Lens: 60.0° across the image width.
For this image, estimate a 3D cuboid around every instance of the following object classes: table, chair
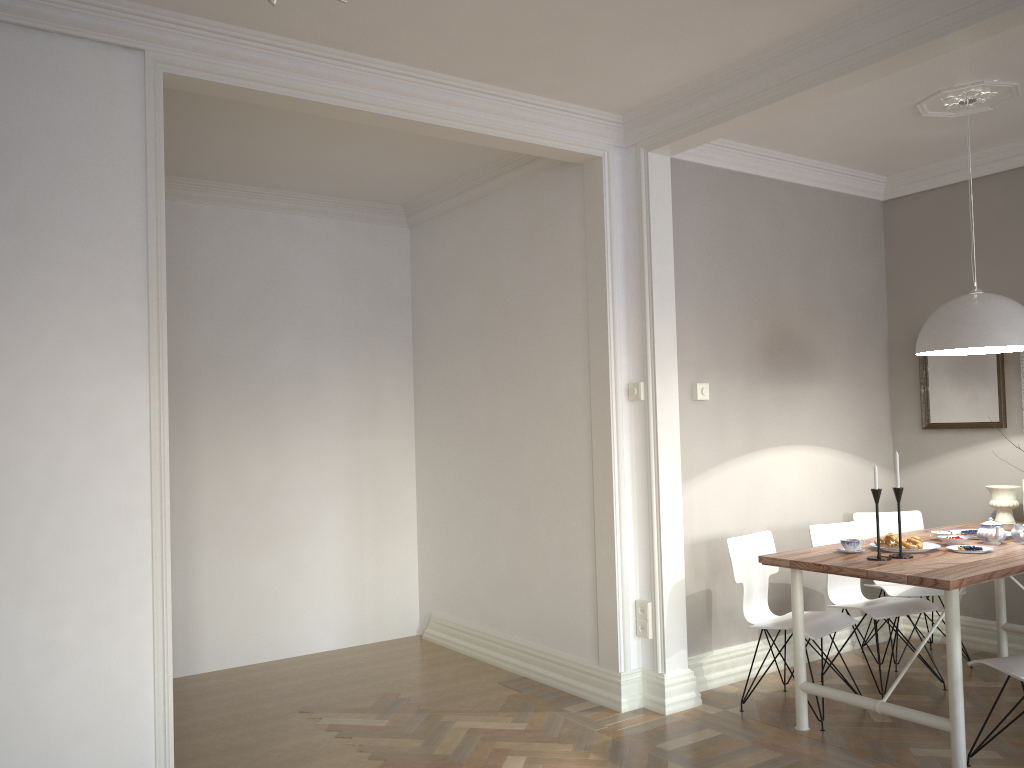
[{"bbox_3d":[2.133,1.096,4.028,1.986,0.750,0.853,0,-3,-34],"label":"table"},{"bbox_3d":[2.185,1.117,4.884,0.431,0.785,0.479,-2,-2,-3],"label":"chair"},{"bbox_3d":[1.301,1.105,4.104,0.431,0.785,0.479,0,-3,-44],"label":"chair"},{"bbox_3d":[1.807,1.106,4.431,0.431,0.785,0.479,-1,-2,-24],"label":"chair"},{"bbox_3d":[1.974,1.042,3.208,0.431,0.785,0.479,-1,-2,-14],"label":"chair"}]

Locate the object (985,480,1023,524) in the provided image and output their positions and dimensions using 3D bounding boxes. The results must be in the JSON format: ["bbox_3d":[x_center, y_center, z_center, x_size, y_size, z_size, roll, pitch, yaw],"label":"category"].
[{"bbox_3d":[2.693,0.624,4.720,0.310,0.228,0.173,-2,-2,9],"label":"object"}]

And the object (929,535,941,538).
[{"bbox_3d":[1.931,0.689,3.956,0.130,0.027,0.028,-2,-2,8],"label":"object"}]

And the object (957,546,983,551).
[{"bbox_3d":[1.952,0.704,3.782,0.100,0.025,0.066,-3,-3,32],"label":"object"}]

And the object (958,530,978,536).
[{"bbox_3d":[2.237,0.714,4.230,0.201,0.022,0.194,-1,-3,-14],"label":"object"}]

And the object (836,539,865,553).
[{"bbox_3d":[1.475,0.703,3.852,0.116,0.056,0.137,-1,-3,-4],"label":"object"}]

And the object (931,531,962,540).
[{"bbox_3d":[2.025,0.710,4.134,0.129,0.038,0.129,0,-3,-29],"label":"object"}]

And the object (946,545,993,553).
[{"bbox_3d":[1.957,0.708,3.792,0.180,0.014,0.180,-3,-3,21],"label":"object"}]

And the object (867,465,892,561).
[{"bbox_3d":[1.504,0.523,3.652,0.095,0.396,0.095,0,-2,-39],"label":"object"}]

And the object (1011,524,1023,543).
[{"bbox_3d":[2.303,0.673,4.022,0.072,0.086,0.086,-2,-2,21],"label":"object"}]

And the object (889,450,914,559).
[{"bbox_3d":[1.608,0.496,3.687,0.095,0.448,0.095,0,-2,-39],"label":"object"}]

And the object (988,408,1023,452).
[{"bbox_3d":[2.806,0.333,4.481,0.698,0.781,0.352,-3,-3,38],"label":"object"}]

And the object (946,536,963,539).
[{"bbox_3d":[1.976,0.703,3.973,0.085,0.039,0.082,-3,-3,20],"label":"object"}]

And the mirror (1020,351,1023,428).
[{"bbox_3d":[2.927,-0.062,4.591,0.047,0.632,0.544,0,-3,-34],"label":"mirror"}]

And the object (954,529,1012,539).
[{"bbox_3d":[2.236,0.718,4.225,0.287,0.019,0.287,-3,-3,28],"label":"object"}]

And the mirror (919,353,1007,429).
[{"bbox_3d":[2.580,-0.021,5.093,0.052,0.557,0.474,0,-3,-34],"label":"mirror"}]

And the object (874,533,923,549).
[{"bbox_3d":[1.704,0.692,3.909,0.198,0.063,0.188,-3,-3,26],"label":"object"}]

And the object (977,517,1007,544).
[{"bbox_3d":[2.160,0.659,3.992,0.124,0.118,0.143,0,-3,-30],"label":"object"}]

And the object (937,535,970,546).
[{"bbox_3d":[1.978,0.704,3.972,0.129,0.038,0.129,0,-3,-34],"label":"object"}]

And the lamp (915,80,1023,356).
[{"bbox_3d":[2.120,-0.741,4.076,0.530,1.181,0.530,-1,-2,-27],"label":"lamp"}]

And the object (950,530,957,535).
[{"bbox_3d":[2.051,0.689,4.125,0.020,0.003,0.194,-3,-3,23],"label":"object"}]

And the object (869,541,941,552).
[{"bbox_3d":[1.726,0.717,3.897,0.287,0.019,0.287,-4,-4,43],"label":"object"}]

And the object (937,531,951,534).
[{"bbox_3d":[2.027,0.709,4.146,0.057,0.037,0.073,-2,-3,4],"label":"object"}]

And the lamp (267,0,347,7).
[{"bbox_3d":[-0.204,-0.881,0.729,0.355,1.065,0.354,-2,-2,8],"label":"lamp"}]

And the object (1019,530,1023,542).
[{"bbox_3d":[2.295,0.668,3.922,0.090,0.086,0.090,-2,-2,10],"label":"object"}]
